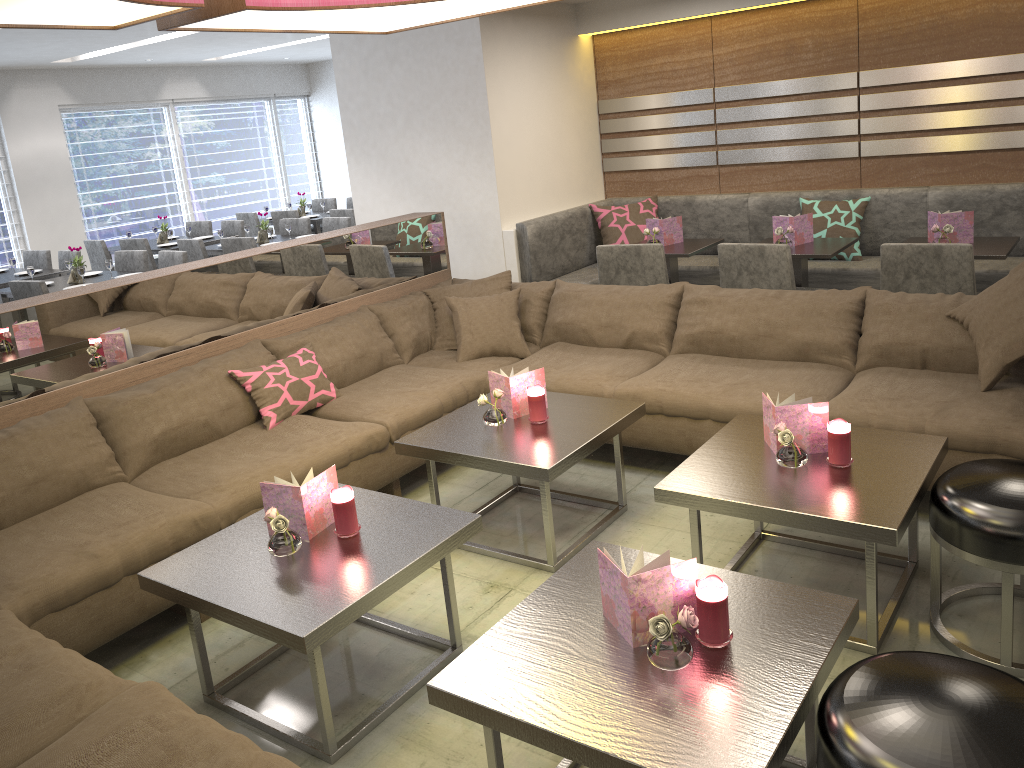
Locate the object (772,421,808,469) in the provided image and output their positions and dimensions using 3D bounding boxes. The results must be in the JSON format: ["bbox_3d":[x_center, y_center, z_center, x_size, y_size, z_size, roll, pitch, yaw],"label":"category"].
[{"bbox_3d":[0.813,0.176,2.575,0.095,0.127,0.108,-7,14,-3],"label":"object"}]

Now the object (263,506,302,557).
[{"bbox_3d":[-0.618,0.392,2.364,0.095,0.127,0.102,-1,15,20],"label":"object"}]

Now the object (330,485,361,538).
[{"bbox_3d":[-0.462,0.351,2.443,0.075,0.126,0.077,-4,14,9],"label":"object"}]

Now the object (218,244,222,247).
[{"bbox_3d":[-2.500,-1.235,7.840,0.216,0.015,0.221,-1,17,16],"label":"object"}]

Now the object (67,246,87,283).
[{"bbox_3d":[-3.170,-0.876,6.445,0.155,0.272,0.105,3,16,33],"label":"object"}]

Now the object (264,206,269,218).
[{"bbox_3d":[-2.850,-1.996,10.272,0.053,0.137,0.054,-7,13,-5],"label":"object"}]

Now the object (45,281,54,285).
[{"bbox_3d":[-3.485,-0.725,6.502,0.217,0.015,0.220,6,21,35],"label":"object"}]

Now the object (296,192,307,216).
[{"bbox_3d":[-2.390,-2.053,10.062,0.155,0.272,0.105,3,16,33],"label":"object"}]

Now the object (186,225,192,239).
[{"bbox_3d":[-3.189,-1.497,8.738,0.053,0.137,0.054,-7,13,-5],"label":"object"}]

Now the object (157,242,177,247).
[{"bbox_3d":[-3.256,-1.319,8.385,0.217,0.015,0.221,-2,17,14],"label":"object"}]

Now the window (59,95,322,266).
[{"bbox_3d":[-3.907,-2.603,11.350,0.159,2.036,3.717,3,18,36],"label":"window"}]

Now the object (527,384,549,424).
[{"bbox_3d":[0.090,0.071,3.174,0.075,0.126,0.077,-4,14,9],"label":"object"}]

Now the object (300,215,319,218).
[{"bbox_3d":[-2.230,-1.849,9.778,0.217,0.015,0.221,-2,17,14],"label":"object"}]

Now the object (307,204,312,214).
[{"bbox_3d":[-2.264,-1.951,9.915,0.053,0.137,0.054,-7,13,-5],"label":"object"}]

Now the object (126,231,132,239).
[{"bbox_3d":[-3.825,-1.462,8.847,0.053,0.137,0.054,-7,13,-5],"label":"object"}]

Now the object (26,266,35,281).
[{"bbox_3d":[-3.593,-0.811,6.613,0.053,0.137,0.054,-9,14,-11],"label":"object"}]

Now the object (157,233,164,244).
[{"bbox_3d":[-3.462,-1.442,8.723,0.070,0.098,0.207,-4,16,7],"label":"object"}]

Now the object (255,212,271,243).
[{"bbox_3d":[-2.185,-1.385,7.783,0.155,0.272,0.105,3,16,33],"label":"object"}]

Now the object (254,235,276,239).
[{"bbox_3d":[-2.277,-1.350,8.142,0.216,0.015,0.221,-1,17,16],"label":"object"}]

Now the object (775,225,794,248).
[{"bbox_3d":[1.448,-0.785,4.714,0.111,0.123,0.093,-12,15,-20],"label":"object"}]

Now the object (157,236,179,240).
[{"bbox_3d":[-3.509,-1.486,9.028,0.217,0.015,0.221,-2,17,14],"label":"object"}]

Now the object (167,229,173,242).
[{"bbox_3d":[-3.289,-1.421,8.523,0.053,0.137,0.054,-7,13,-5],"label":"object"}]

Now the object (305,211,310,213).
[{"bbox_3d":[-2.483,-2.017,10.421,0.217,0.015,0.221,-6,17,0],"label":"object"}]

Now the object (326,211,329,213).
[{"bbox_3d":[-2.008,-1.964,10.080,0.217,0.015,0.221,-6,17,0],"label":"object"}]

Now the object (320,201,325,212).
[{"bbox_3d":[-2.164,-2.027,10.130,0.053,0.137,0.054,-7,13,-5],"label":"object"}]

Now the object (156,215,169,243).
[{"bbox_3d":[-3.416,-1.522,8.669,0.155,0.272,0.105,3,16,33],"label":"object"}]

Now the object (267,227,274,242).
[{"bbox_3d":[-2.075,-1.277,7.621,0.053,0.137,0.054,-7,13,-5],"label":"object"}]

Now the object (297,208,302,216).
[{"bbox_3d":[-2.436,-1.973,10.116,0.070,0.098,0.207,-4,16,7],"label":"object"}]

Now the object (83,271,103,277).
[{"bbox_3d":[-3.263,-0.840,6.804,0.217,0.015,0.220,-8,17,-7],"label":"object"}]

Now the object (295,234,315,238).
[{"bbox_3d":[-1.803,-1.297,7.800,0.216,0.015,0.221,-1,17,16],"label":"object"}]

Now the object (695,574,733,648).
[{"bbox_3d":[0.405,0.458,1.785,0.075,0.126,0.077,-6,14,0],"label":"object"}]

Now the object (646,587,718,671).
[{"bbox_3d":[0.347,0.478,1.745,0.194,0.123,0.096,-12,15,-21],"label":"object"}]

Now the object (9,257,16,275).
[{"bbox_3d":[-4.174,-0.987,7.401,0.053,0.137,0.054,-9,14,-11],"label":"object"}]

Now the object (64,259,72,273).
[{"bbox_3d":[-3.425,-0.898,6.842,0.053,0.137,0.054,-7,13,-5],"label":"object"}]

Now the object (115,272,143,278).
[{"bbox_3d":[-2.788,-0.787,6.462,0.217,0.015,0.220,-8,17,-7],"label":"object"}]

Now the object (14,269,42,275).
[{"bbox_3d":[-4.019,-0.924,7.348,0.217,0.015,0.220,6,21,35],"label":"object"}]

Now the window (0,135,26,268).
[{"bbox_3d":[-7.364,-0.815,6.655,0.159,2.036,7.216,3,19,36],"label":"window"}]

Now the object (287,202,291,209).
[{"bbox_3d":[-2.633,-2.079,10.467,0.053,0.137,0.054,-7,13,-5],"label":"object"}]

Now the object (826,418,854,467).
[{"bbox_3d":[0.945,0.168,2.551,0.075,0.126,0.077,-6,14,0],"label":"object"}]

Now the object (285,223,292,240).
[{"bbox_3d":[-1.976,-1.353,7.837,0.053,0.137,0.054,-7,13,-5],"label":"object"}]

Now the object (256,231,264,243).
[{"bbox_3d":[-2.231,-1.306,7.836,0.070,0.098,0.207,-4,16,7],"label":"object"}]

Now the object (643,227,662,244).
[{"bbox_3d":[0.823,-0.852,5.155,0.107,0.123,0.096,-9,14,-10],"label":"object"}]

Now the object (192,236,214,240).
[{"bbox_3d":[-3.034,-1.434,8.686,0.217,0.015,0.221,-2,17,14],"label":"object"}]

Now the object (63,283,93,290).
[{"bbox_3d":[-3.010,-0.673,6.161,0.217,0.015,0.220,6,21,35],"label":"object"}]

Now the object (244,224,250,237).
[{"bbox_3d":[-2.444,-1.405,8.174,0.053,0.137,0.054,-7,13,-5],"label":"object"}]

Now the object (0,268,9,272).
[{"bbox_3d":[-4.494,-0.977,7.690,0.217,0.015,0.220,6,21,35],"label":"object"}]

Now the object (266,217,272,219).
[{"bbox_3d":[-2.705,-1.902,10.119,0.217,0.015,0.221,-2,17,14],"label":"object"}]

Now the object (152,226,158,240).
[{"bbox_3d":[-3.657,-1.549,9.075,0.053,0.137,0.054,-7,13,-5],"label":"object"}]

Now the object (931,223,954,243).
[{"bbox_3d":[2.073,-0.713,4.256,0.094,0.123,0.103,-6,14,1],"label":"object"}]

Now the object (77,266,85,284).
[{"bbox_3d":[-3.056,-0.770,6.289,0.053,0.137,0.054,-7,13,-5],"label":"object"}]

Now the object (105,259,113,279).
[{"bbox_3d":[-2.956,-0.846,6.505,0.053,0.137,0.054,-7,13,-5],"label":"object"}]

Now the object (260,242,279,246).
[{"bbox_3d":[-2.025,-1.182,7.499,0.216,0.015,0.221,-1,17,16],"label":"object"}]

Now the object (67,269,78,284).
[{"bbox_3d":[-3.216,-0.796,6.498,0.070,0.098,0.207,-4,16,7],"label":"object"}]

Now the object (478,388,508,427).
[{"bbox_3d":[-0.070,0.083,3.188,0.102,0.130,0.093,-6,14,2],"label":"object"}]

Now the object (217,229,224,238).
[{"bbox_3d":[-2.612,-1.318,7.946,0.053,0.137,0.054,-7,13,-5],"label":"object"}]
